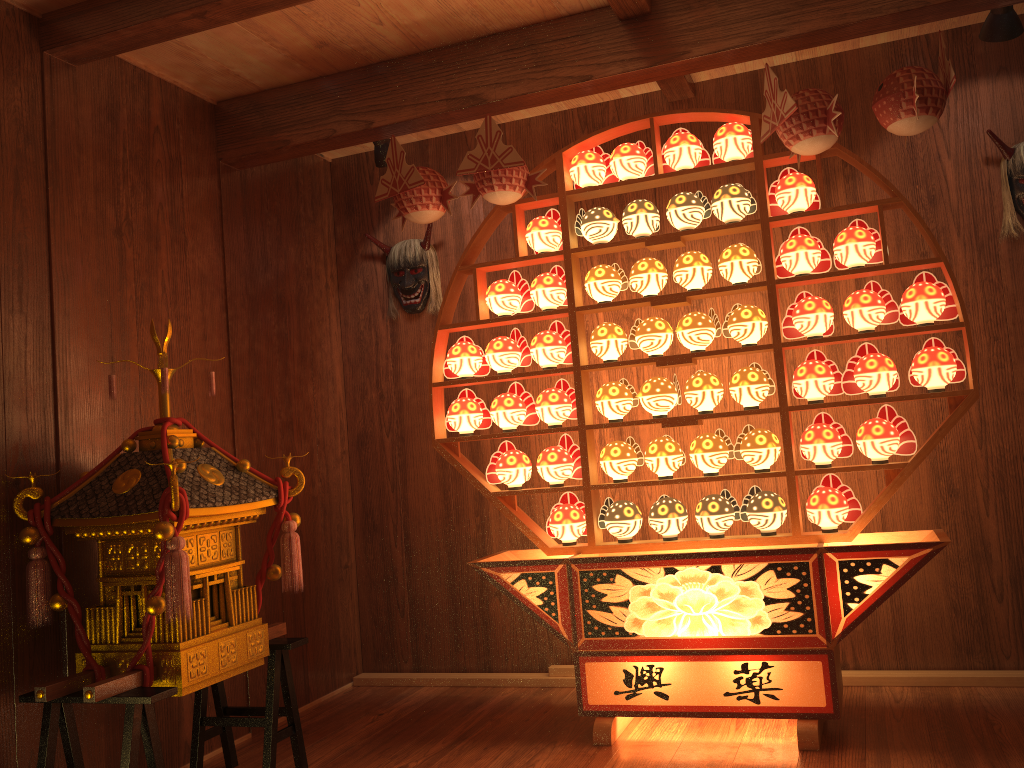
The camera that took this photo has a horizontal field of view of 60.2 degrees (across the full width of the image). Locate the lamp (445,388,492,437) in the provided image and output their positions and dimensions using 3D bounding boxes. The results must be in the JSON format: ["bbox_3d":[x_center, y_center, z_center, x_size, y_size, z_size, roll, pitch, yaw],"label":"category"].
[{"bbox_3d":[-0.185,0.109,3.457,0.188,0.195,0.158,-5,-4,5],"label":"lamp"}]

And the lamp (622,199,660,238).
[{"bbox_3d":[0.476,-0.611,3.268,0.138,0.161,0.159,-5,-5,10],"label":"lamp"}]

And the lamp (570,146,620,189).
[{"bbox_3d":[0.282,-0.829,3.345,0.194,0.200,0.162,-7,-5,30],"label":"lamp"}]

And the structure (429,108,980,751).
[{"bbox_3d":[0.611,0.105,3.191,1.920,2.194,0.500,-6,-5,18],"label":"structure"}]

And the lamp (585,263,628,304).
[{"bbox_3d":[0.335,-0.377,3.308,0.162,0.167,0.134,-1,-6,-40],"label":"lamp"}]

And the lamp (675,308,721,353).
[{"bbox_3d":[0.658,-0.191,3.199,0.160,0.167,0.137,-3,-5,-15],"label":"lamp"}]

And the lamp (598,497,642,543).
[{"bbox_3d":[0.415,0.497,3.241,0.144,0.167,0.151,-1,-6,-40],"label":"lamp"}]

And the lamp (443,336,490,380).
[{"bbox_3d":[-0.188,-0.108,3.469,0.189,0.187,0.157,-5,-4,0],"label":"lamp"}]

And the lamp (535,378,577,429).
[{"bbox_3d":[0.151,0.073,3.345,0.177,0.192,0.162,-8,-5,35],"label":"lamp"}]

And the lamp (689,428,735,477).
[{"bbox_3d":[0.698,0.245,3.155,0.162,0.167,0.134,-1,-6,-40],"label":"lamp"}]

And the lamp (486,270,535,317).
[{"bbox_3d":[-0.041,-0.351,3.434,0.162,0.200,0.193,0,-6,-45],"label":"lamp"}]

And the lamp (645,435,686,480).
[{"bbox_3d":[0.548,0.265,3.200,0.136,0.161,0.160,-6,-5,20],"label":"lamp"}]

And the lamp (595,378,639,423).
[{"bbox_3d":[0.373,0.060,3.271,0.134,0.167,0.162,-8,-6,40],"label":"lamp"}]

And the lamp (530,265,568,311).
[{"bbox_3d":[0.132,-0.368,3.373,0.183,0.195,0.162,-8,-5,35],"label":"lamp"}]

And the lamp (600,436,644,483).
[{"bbox_3d":[0.387,0.280,3.258,0.162,0.167,0.134,-1,-6,-40],"label":"lamp"}]

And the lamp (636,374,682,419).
[{"bbox_3d":[0.526,0.047,3.228,0.158,0.161,0.138,-4,-4,-5],"label":"lamp"}]

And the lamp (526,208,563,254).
[{"bbox_3d":[0.115,-0.590,3.390,0.194,0.200,0.162,-8,-5,35],"label":"lamp"}]

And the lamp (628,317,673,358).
[{"bbox_3d":[0.527,-0.174,3.236,0.144,0.161,0.151,-1,-6,-40],"label":"lamp"}]

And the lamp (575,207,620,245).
[{"bbox_3d":[0.336,-0.597,3.329,0.152,0.167,0.144,-8,-5,35],"label":"lamp"}]

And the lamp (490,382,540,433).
[{"bbox_3d":[-0.021,0.088,3.402,0.194,0.200,0.162,-7,-5,30],"label":"lamp"}]

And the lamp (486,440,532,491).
[{"bbox_3d":[0.008,0.309,3.388,0.190,0.193,0.153,-3,-5,-20],"label":"lamp"}]

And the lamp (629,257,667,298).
[{"bbox_3d":[0.503,-0.393,3.250,0.139,0.161,0.157,-5,-5,0],"label":"lamp"}]

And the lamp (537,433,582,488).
[{"bbox_3d":[0.155,0.289,3.331,0.162,0.200,0.193,0,-6,-45],"label":"lamp"}]

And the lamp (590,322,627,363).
[{"bbox_3d":[0.360,-0.159,3.283,0.139,0.167,0.157,-5,-4,0],"label":"lamp"}]

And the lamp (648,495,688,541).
[{"bbox_3d":[0.565,0.483,3.186,0.139,0.161,0.157,-5,-5,0],"label":"lamp"}]

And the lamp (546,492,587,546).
[{"bbox_3d":[0.206,0.505,3.308,0.192,0.197,0.159,-5,-5,10],"label":"lamp"}]

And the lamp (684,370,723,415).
[{"bbox_3d":[0.688,0.025,3.166,0.138,0.167,0.158,-5,-5,5],"label":"lamp"}]

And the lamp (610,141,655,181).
[{"bbox_3d":[0.426,-0.834,3.301,0.162,0.179,0.164,-1,-6,-39],"label":"lamp"}]

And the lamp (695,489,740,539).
[{"bbox_3d":[0.715,0.463,3.138,0.162,0.167,0.134,-1,-6,-40],"label":"lamp"}]

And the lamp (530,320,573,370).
[{"bbox_3d":[0.132,-0.150,3.363,0.194,0.200,0.162,-8,-5,35],"label":"lamp"}]

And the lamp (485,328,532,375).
[{"bbox_3d":[-0.043,-0.126,3.423,0.162,0.191,0.175,-1,-6,-40],"label":"lamp"}]
